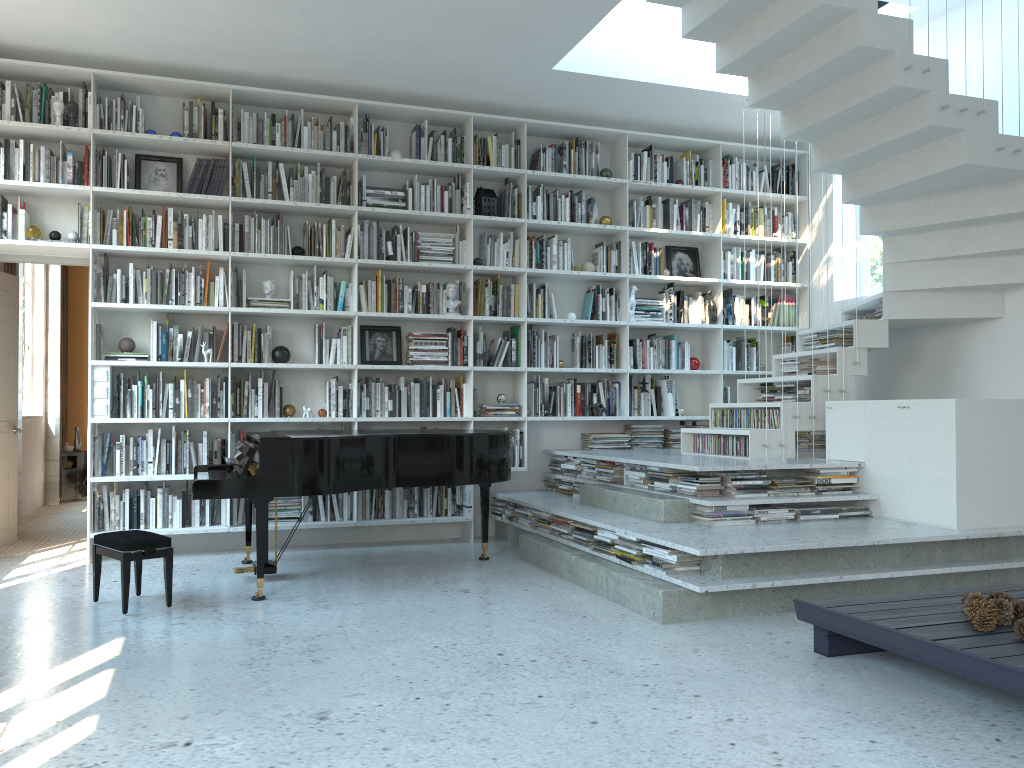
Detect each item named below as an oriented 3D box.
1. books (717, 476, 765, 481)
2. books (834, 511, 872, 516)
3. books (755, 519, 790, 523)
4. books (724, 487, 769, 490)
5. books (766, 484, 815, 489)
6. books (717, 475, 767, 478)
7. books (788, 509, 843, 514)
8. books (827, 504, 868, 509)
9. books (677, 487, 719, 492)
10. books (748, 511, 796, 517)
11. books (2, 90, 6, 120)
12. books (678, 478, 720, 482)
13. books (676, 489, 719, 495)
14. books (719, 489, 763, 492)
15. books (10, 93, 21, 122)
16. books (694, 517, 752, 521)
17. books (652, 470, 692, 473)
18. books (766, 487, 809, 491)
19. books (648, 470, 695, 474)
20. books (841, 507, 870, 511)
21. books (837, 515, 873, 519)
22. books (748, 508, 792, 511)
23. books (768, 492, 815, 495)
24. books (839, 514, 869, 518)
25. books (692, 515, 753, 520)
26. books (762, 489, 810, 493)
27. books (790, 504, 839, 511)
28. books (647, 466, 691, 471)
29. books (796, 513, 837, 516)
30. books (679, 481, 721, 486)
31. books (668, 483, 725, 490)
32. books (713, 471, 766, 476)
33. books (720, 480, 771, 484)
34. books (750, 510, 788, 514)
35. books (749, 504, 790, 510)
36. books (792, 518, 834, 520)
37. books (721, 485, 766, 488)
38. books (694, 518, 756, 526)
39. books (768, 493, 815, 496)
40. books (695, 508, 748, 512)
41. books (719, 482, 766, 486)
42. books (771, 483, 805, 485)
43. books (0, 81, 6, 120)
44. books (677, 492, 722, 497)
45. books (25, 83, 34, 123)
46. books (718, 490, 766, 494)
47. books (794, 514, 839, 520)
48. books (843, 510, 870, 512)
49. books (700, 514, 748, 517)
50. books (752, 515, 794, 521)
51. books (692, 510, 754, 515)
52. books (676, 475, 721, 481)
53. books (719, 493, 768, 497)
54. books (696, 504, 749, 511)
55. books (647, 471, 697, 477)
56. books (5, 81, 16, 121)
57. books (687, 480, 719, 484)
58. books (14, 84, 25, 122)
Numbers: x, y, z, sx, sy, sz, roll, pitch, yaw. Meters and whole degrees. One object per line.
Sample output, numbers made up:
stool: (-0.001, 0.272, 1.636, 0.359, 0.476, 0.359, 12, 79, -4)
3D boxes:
books: (1.293, 0.532, 5.012, 0.221, 0.018, 0.154, 0, -2, -18)
books: (1.926, 0.738, 5.107, 0.234, 0.017, 0.151, 0, -2, -18)
books: (1.408, 0.749, 4.922, 0.208, 0.015, 0.152, 1, -2, -21)
books: (1.299, 0.582, 4.995, 0.215, 0.013, 0.189, 1, -2, -20)
books: (1.566, 0.582, 5.080, 0.273, 0.014, 0.187, 1, -2, -24)
books: (1.295, 0.518, 5.005, 0.228, 0.009, 0.159, 1, -2, -23)
books: (1.682, 0.709, 5.000, 0.287, 0.018, 0.190, 1, -2, -20)
books: (1.923, 0.705, 5.116, 0.215, 0.007, 0.130, 0, -2, -17)
books: (1.055, 0.596, 5.026, 0.152, 0.015, 0.208, 1, -2, -22)
books: (1.409, 0.717, 4.918, 0.272, 0.012, 0.158, 1, -2, -21)
books: (-3.217, -1.729, 5.646, 0.024, 0.227, 0.157, 0, -1, -19)
books: (1.061, 0.542, 5.030, 0.132, 0.009, 0.269, 0, -2, -15)
books: (1.049, 0.610, 5.024, 0.161, 0.014, 0.212, 0, -2, -15)
books: (1.291, 0.596, 5.017, 0.207, 0.012, 0.131, 1, -2, -23)
books: (-3.159, -1.719, 5.645, 0.030, 0.206, 0.175, 0, -1, -19)
books: (1.142, 0.728, 4.823, 0.264, 0.006, 0.164, 0, -2, -18)
books: (0.951, 0.516, 5.285, 0.170, 0.008, 0.208, 0, -2, -16)
books: (1.561, 0.597, 5.094, 0.214, 0.015, 0.177, 0, -2, -18)
books: (0.951, 0.524, 5.285, 0.171, 0.007, 0.260, 1, -2, -21)
books: (1.923, 0.716, 5.116, 0.229, 0.014, 0.133, 1, -2, -20)
books: (1.929, 0.759, 5.100, 0.261, 0.006, 0.151, 1, -2, -23)
books: (1.407, 0.690, 4.924, 0.242, 0.005, 0.152, 0, -2, -18)
books: (1.562, 0.621, 5.089, 0.287, 0.005, 0.165, 0, -2, -14)
books: (1.927, 0.751, 5.104, 0.179, 0.010, 0.160, 1, -2, -19)
books: (1.142, 0.720, 4.823, 0.285, 0.008, 0.159, 1, -2, -21)
books: (1.555, 0.612, 5.108, 0.293, 0.014, 0.134, 1, -2, -22)
books: (1.672, 0.696, 5.007, 0.275, 0.009, 0.176, 1, -2, -19)
books: (0.938, 0.501, 5.281, 0.189, 0.022, 0.237, 0, -2, -14)
books: (1.679, 0.730, 5.008, 0.254, 0.005, 0.161, 1, -2, -23)
books: (1.065, 0.563, 5.031, 0.137, 0.012, 0.242, 0, -2, -18)
books: (1.042, 0.576, 5.022, 0.184, 0.014, 0.297, 1, -2, -20)
books: (1.289, 0.506, 5.025, 0.261, 0.016, 0.128, 1, -2, -20)
books: (1.301, 0.547, 4.988, 0.230, 0.015, 0.190, 0, -2, -14)
books: (1.406, 0.702, 4.929, 0.211, 0.018, 0.134, 0, -2, -16)
books: (1.407, 0.681, 4.926, 0.220, 0.013, 0.149, 1, -2, -20)
books: (1.674, 0.755, 5.021, 0.249, 0.009, 0.144, 1, -2, -20)
books: (1.295, 0.570, 5.005, 0.210, 0.012, 0.168, 0, -2, -18)
books: (1.148, 0.742, 4.804, 0.262, 0.023, 0.200, 1, -2, -21)
books: (1.562, 0.627, 5.089, 0.291, 0.007, 0.174, 0, -2, -16)
books: (1.138, 0.683, 4.833, 0.257, 0.010, 0.132, 0, -2, -15)
books: (1.294, 0.560, 5.008, 0.260, 0.009, 0.153, 0, -2, -16)
books: (1.558, 0.570, 5.101, 0.179, 0.010, 0.160, 0, -2, -17)
books: (-3.231, -1.756, 5.633, 0.010, 0.281, 0.160, 0, -1, -19)
books: (1.064, 0.622, 5.029, 0.144, 0.009, 0.249, 1, -2, -19)
books: (-3.085, -1.756, 5.682, 0.039, 0.282, 0.181, 0, -1, -19)
books: (1.293, 0.608, 5.012, 0.227, 0.013, 0.148, 1, -2, -21)
books: (1.681, 0.741, 5.002, 0.250, 0.018, 0.177, 0, -2, -16)
books: (1.925, 0.726, 5.110, 0.225, 0.007, 0.133, 0, -2, -15)
books: (1.144, 0.706, 4.817, 0.210, 0.012, 0.168, 0, -2, -15)
books: (1.413, 0.732, 4.908, 0.232, 0.019, 0.169, 1, -2, -24)
books: (1.143, 0.694, 4.821, 0.292, 0.012, 0.159, 0, -2, -16)
books: (1.058, 0.531, 5.029, 0.149, 0.014, 0.228, 1, -2, -21)
books: (1.297, 0.621, 4.998, 0.216, 0.015, 0.177, 1, -2, -21)
books: (1.143, 0.665, 4.820, 0.234, 0.025, 0.157, 1, -2, -24)
books: (0.950, 0.534, 5.285, 0.168, 0.013, 0.281, 1, -2, -22)
books: (-3.190, -1.757, 5.645, 0.028, 0.283, 0.189, 0, -1, -19)
books: (1.086, 0.552, 5.038, 0.091, 0.011, 0.190, 1, -2, -21)
books: (-3.125, -1.747, 5.651, 0.057, 0.262, 0.190, 0, -1, -19)
